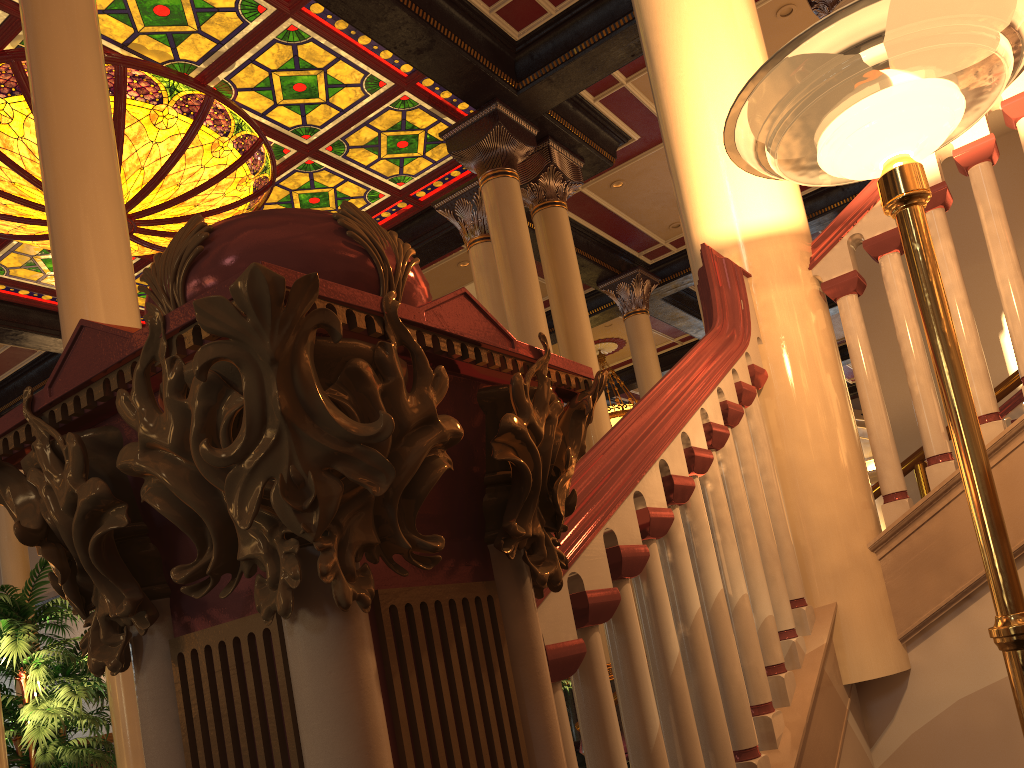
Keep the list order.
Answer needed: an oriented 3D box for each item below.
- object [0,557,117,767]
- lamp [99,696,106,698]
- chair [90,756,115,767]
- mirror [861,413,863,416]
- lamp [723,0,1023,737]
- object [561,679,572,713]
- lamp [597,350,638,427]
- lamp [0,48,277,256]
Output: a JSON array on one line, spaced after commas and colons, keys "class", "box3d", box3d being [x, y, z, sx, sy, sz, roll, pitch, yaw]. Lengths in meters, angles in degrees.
[{"class": "object", "box3d": [-2.320, 1.905, 4.315, 1.085, 2.102, 1.056, -10, -9, -10]}, {"class": "lamp", "box3d": [-7.001, 6.531, 15.572, 0.584, 1.967, 0.590, -11, -8, -8]}, {"class": "chair", "box3d": [-6.833, 6.783, 14.711, 0.704, 0.899, 0.642, -3, -14, -38]}, {"class": "mirror", "box3d": [5.505, 1.120, 12.502, 0.252, 1.941, 1.848, -16, -12, 31]}, {"class": "lamp", "box3d": [0.860, 0.414, 1.485, 0.597, 1.967, 0.577, -5, -10, -40]}, {"class": "object", "box3d": [0.067, 2.528, 7.862, 1.024, 2.102, 1.118, -15, -10, 20]}, {"class": "lamp", "box3d": [1.738, 0.301, 15.398, 1.175, 1.863, 1.236, -17, -11, 26]}, {"class": "lamp", "box3d": [-3.613, -1.670, 7.693, 2.965, 0.587, 3.129, -21, -19, 28]}]
